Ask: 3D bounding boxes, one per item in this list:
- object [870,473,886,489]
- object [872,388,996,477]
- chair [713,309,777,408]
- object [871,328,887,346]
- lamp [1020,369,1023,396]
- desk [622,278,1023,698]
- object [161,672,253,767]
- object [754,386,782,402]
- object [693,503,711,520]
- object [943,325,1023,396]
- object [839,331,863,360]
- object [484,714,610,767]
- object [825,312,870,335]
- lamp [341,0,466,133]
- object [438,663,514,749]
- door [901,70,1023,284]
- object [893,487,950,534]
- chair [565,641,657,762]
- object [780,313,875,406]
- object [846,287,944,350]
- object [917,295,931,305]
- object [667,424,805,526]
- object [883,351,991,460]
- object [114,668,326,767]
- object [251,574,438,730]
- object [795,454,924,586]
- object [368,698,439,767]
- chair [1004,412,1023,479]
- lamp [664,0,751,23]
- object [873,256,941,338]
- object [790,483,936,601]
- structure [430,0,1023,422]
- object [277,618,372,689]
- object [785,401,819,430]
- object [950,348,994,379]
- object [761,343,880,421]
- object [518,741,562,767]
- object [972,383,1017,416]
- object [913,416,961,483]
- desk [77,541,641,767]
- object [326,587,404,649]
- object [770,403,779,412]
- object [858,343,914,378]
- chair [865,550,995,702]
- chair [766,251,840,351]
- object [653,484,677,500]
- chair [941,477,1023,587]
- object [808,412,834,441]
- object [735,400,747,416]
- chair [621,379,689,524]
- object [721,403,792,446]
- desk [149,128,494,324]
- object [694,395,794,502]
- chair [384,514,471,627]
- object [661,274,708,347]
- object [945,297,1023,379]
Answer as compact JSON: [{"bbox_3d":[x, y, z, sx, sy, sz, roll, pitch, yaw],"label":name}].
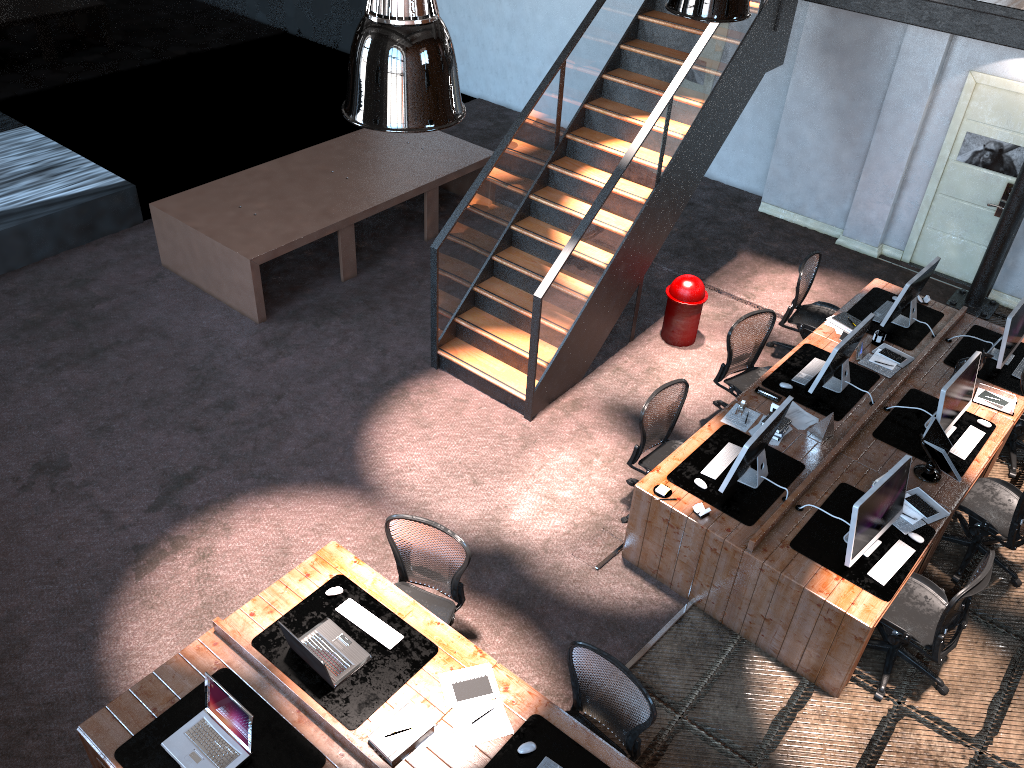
[{"bbox_3d":[2.653,0.705,6.277,0.253,0.146,0.128,-22,45,-30],"label":"object"},{"bbox_3d":[3.268,0.357,6.854,0.687,0.008,0.848,30,44,30],"label":"object"},{"bbox_3d":[2.138,-0.044,7.628,0.792,1.085,0.770,28,43,28],"label":"chair"},{"bbox_3d":[3.209,-0.408,7.754,0.099,0.138,0.078,-20,43,-28],"label":"object"},{"bbox_3d":[1.440,-0.882,1.265,0.445,2.372,0.445,26,43,27],"label":"lamp"},{"bbox_3d":[2.849,0.468,7.222,1.748,0.840,4.117,30,45,30],"label":"desk"},{"bbox_3d":[-1.509,1.715,4.378,0.380,0.288,0.320,28,44,29],"label":"object"},{"bbox_3d":[2.050,0.081,7.092,0.215,0.031,0.089,28,44,29],"label":"object"},{"bbox_3d":[1.281,0.848,5.992,0.082,0.063,0.106,-20,43,-28],"label":"object"},{"bbox_3d":[4.220,-0.219,7.692,0.687,0.008,0.848,30,44,30],"label":"object"},{"bbox_3d":[2.974,-0.337,7.674,0.129,0.083,0.347,-5,38,-11],"label":"object"},{"bbox_3d":[0.235,2.082,4.332,0.848,0.008,0.687,28,44,28],"label":"object"},{"bbox_3d":[2.999,-0.550,7.969,0.325,0.065,0.363,-14,41,-22],"label":"object"},{"bbox_3d":[-0.327,-1.931,2.484,0.445,2.372,0.445,0,37,-4],"label":"lamp"},{"bbox_3d":[-0.198,1.714,4.762,0.304,0.017,0.467,-9,39,-16],"label":"object"},{"bbox_3d":[5.107,-2.162,9.684,1.013,2.268,0.064,28,44,29],"label":"door"},{"bbox_3d":[2.757,0.865,6.123,0.467,0.017,0.304,-15,41,-23],"label":"object"},{"bbox_3d":[0.379,2.002,4.797,0.770,1.085,0.792,20,40,20],"label":"chair"},{"bbox_3d":[2.545,-0.229,7.110,0.735,0.576,0.654,1,37,-4],"label":"object"},{"bbox_3d":[3.492,-0.613,8.144,0.687,0.008,0.848,30,44,30],"label":"object"},{"bbox_3d":[3.889,-0.804,8.383,0.106,0.063,0.082,8,38,6],"label":"object"},{"bbox_3d":[1.611,0.630,6.352,0.687,0.008,0.848,30,44,30],"label":"object"},{"bbox_3d":[3.368,0.161,6.674,0.772,0.578,0.642,0,37,-5],"label":"object"},{"bbox_3d":[-1.465,1.875,4.456,0.848,0.008,0.687,28,44,28],"label":"object"},{"bbox_3d":[-0.943,1.482,5.015,0.848,0.008,0.687,28,44,28],"label":"object"},{"bbox_3d":[2.337,0.856,5.674,0.811,0.578,0.663,6,37,2],"label":"object"},{"bbox_3d":[-0.569,1.780,4.608,0.363,0.065,0.325,-21,44,-29],"label":"object"},{"bbox_3d":[4.422,0.173,7.543,0.792,1.085,0.770,14,38,13],"label":"chair"},{"bbox_3d":[1.101,-2.923,3.992,0.445,2.372,0.445,-16,42,-24],"label":"lamp"},{"bbox_3d":[3.547,-0.817,7.972,0.586,0.581,0.692,1,37,-4],"label":"object"},{"bbox_3d":[2.340,1.024,5.901,0.687,0.008,0.848,30,44,30],"label":"object"},{"bbox_3d":[1.746,-2.435,8.878,10.620,4.603,5.793,28,44,29],"label":"structure"},{"bbox_3d":[-1.023,1.406,4.870,0.390,0.283,0.323,30,45,30],"label":"object"},{"bbox_3d":[2.211,0.243,6.915,0.246,0.002,0.315,-21,44,-29],"label":"object"},{"bbox_3d":[3.786,-0.157,7.292,0.229,0.351,0.135,27,43,27],"label":"object"},{"bbox_3d":[2.548,-0.033,7.302,0.687,0.008,0.848,30,44,30],"label":"object"},{"bbox_3d":[0.265,1.987,4.431,0.577,0.040,0.139,28,43,28],"label":"object"},{"bbox_3d":[3.915,0.123,7.175,0.316,0.060,0.229,23,41,24],"label":"object"},{"bbox_3d":[3.031,0.503,6.328,0.304,0.380,0.417,10,38,8],"label":"object"},{"bbox_3d":[-0.114,2.494,4.311,4.117,0.840,1.748,28,44,29],"label":"desk"},{"bbox_3d":[-0.876,1.354,5.160,0.577,0.040,0.139,29,44,29],"label":"object"},{"bbox_3d":[2.042,0.200,6.878,0.076,0.102,0.034,29,44,29],"label":"object"},{"bbox_3d":[3.196,-0.210,7.568,0.467,0.017,0.304,-28,47,-34],"label":"object"},{"bbox_3d":[2.591,1.446,5.717,0.792,1.085,0.770,20,40,20],"label":"chair"},{"bbox_3d":[2.949,-0.675,8.525,0.792,1.085,0.770,14,38,13],"label":"chair"},{"bbox_3d":[1.050,0.742,6.140,0.158,0.026,0.154,0,37,-5],"label":"object"},{"bbox_3d":[3.565,0.889,6.530,0.792,1.085,0.770,28,43,28],"label":"chair"},{"bbox_3d":[2.341,0.260,6.643,0.178,0.320,0.165,-26,47,-33],"label":"object"},{"bbox_3d":[1.790,0.177,6.915,0.054,0.064,0.159,20,40,20],"label":"object"},{"bbox_3d":[1.272,0.555,6.769,0.792,1.085,0.770,20,40,20],"label":"chair"},{"bbox_3d":[1.882,0.268,6.775,0.478,0.098,0.319,27,43,27],"label":"object"},{"bbox_3d":[-1.982,-2.023,10.137,1.650,0.750,3.630,28,44,29],"label":"desk"},{"bbox_3d":[1.713,0.462,6.131,0.610,0.573,0.714,28,43,28],"label":"object"},{"bbox_3d":[-0.593,1.404,5.495,0.770,1.085,0.792,7,37,5],"label":"chair"},{"bbox_3d":[1.708,-0.753,8.812,0.414,0.707,0.414,-1,38,-6],"label":"object"},{"bbox_3d":[4.287,-0.425,7.519,0.799,0.576,0.648,0,38,-5],"label":"object"}]
